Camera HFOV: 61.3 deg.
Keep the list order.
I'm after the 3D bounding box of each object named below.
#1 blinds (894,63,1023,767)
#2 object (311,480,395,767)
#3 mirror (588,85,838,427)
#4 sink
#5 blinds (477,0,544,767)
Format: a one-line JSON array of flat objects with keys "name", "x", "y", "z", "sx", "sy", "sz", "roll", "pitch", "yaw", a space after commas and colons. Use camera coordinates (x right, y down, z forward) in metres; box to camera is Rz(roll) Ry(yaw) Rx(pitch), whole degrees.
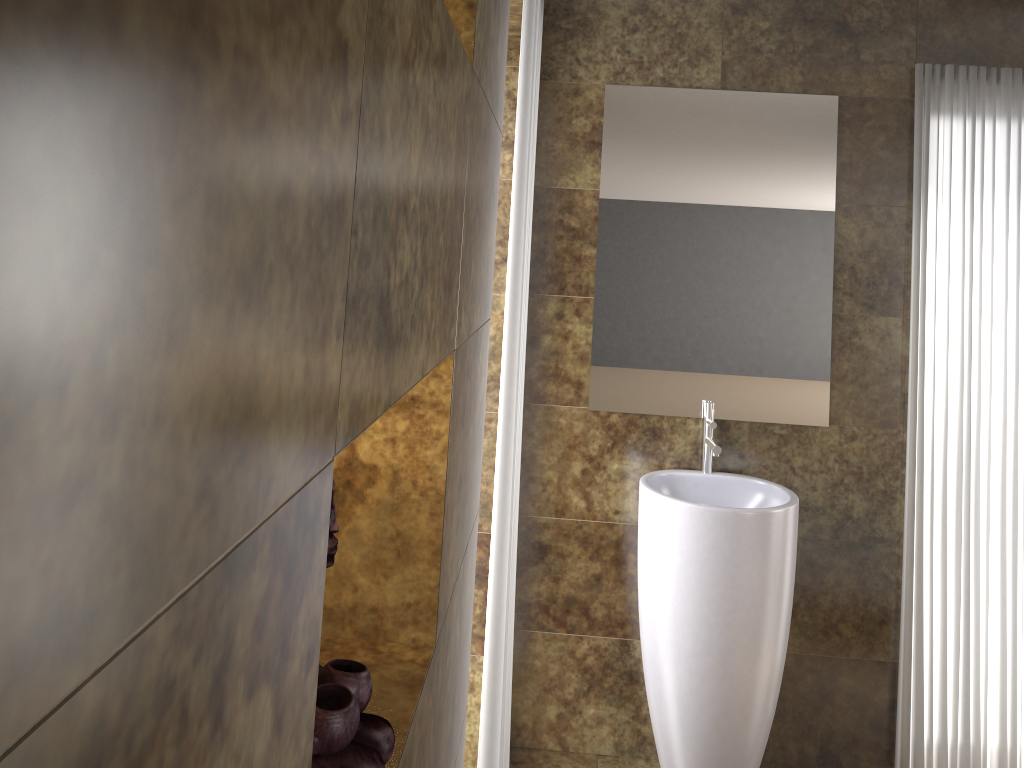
[{"name": "blinds", "x": 1.492, "y": 0.097, "z": 2.717, "sx": 0.519, "sy": 2.269, "sz": 0.066, "roll": 3, "pitch": -5, "yaw": 3}, {"name": "object", "x": -0.189, "y": 0.211, "z": 0.787, "sx": 0.175, "sy": 0.285, "sz": 0.110, "roll": 3, "pitch": -3, "yaw": 3}, {"name": "mirror", "x": 0.663, "y": -0.434, "z": 2.835, "sx": 0.768, "sy": 1.094, "sz": 0.008, "roll": 3, "pitch": -5, "yaw": 3}, {"name": "sink", "x": 0.589, "y": 0.655, "z": 2.527, "sx": 0.459, "sy": 1.138, "sz": 0.433, "roll": 3, "pitch": -3, "yaw": 6}, {"name": "blinds", "x": 0.008, "y": 0.113, "z": 2.050, "sx": 0.068, "sy": 2.281, "sz": 0.594, "roll": 3, "pitch": -4, "yaw": 2}]
